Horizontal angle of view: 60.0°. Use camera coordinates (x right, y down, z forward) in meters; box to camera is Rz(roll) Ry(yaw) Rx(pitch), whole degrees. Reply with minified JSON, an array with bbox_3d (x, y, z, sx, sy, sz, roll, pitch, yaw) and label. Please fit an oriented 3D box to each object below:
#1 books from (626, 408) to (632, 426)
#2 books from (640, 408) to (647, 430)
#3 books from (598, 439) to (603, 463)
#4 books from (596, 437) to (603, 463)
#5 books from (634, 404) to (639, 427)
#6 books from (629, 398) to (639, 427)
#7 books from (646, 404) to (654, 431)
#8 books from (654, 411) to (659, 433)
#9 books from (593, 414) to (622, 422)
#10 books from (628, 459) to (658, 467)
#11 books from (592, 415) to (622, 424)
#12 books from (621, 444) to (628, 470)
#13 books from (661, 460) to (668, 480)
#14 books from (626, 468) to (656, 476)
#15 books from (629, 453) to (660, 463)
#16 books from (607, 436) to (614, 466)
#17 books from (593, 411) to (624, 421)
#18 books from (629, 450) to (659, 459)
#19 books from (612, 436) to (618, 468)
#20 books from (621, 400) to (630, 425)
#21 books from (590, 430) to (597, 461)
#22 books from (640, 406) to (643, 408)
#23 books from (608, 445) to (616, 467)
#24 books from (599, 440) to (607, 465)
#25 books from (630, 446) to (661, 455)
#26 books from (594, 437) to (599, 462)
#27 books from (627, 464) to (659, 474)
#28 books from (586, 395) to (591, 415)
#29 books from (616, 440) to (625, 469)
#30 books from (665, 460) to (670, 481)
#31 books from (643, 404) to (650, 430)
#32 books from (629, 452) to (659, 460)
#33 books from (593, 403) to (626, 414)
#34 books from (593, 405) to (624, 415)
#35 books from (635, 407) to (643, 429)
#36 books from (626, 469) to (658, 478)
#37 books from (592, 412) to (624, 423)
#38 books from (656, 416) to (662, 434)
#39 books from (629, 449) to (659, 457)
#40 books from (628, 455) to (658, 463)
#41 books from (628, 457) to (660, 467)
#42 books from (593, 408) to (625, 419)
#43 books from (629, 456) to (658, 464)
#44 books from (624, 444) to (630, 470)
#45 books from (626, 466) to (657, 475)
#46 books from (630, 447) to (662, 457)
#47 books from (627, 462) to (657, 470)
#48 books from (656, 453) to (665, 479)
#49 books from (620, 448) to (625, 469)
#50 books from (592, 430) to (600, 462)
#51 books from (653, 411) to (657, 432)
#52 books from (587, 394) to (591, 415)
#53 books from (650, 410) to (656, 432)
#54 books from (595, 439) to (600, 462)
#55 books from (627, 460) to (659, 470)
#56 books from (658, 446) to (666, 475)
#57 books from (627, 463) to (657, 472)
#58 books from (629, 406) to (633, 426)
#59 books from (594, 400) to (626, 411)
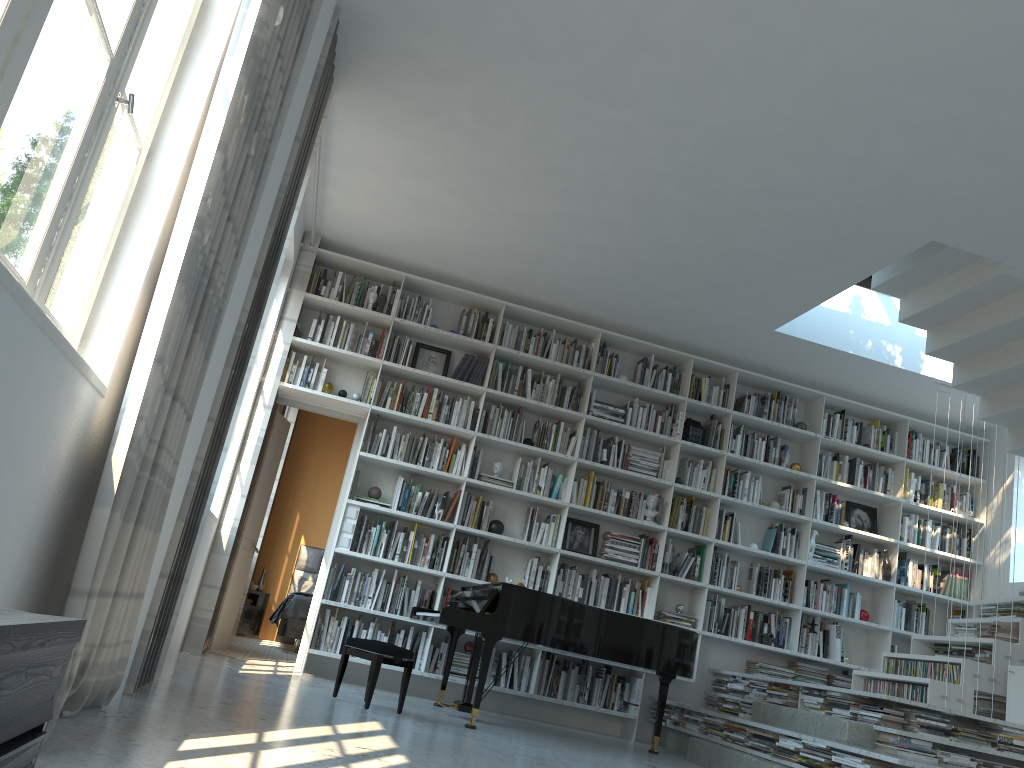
[{"bbox_3d":[0.951,0.308,7.452,0.025,0.187,0.194,15,-16,-10],"label":"books"},{"bbox_3d":[1.079,0.328,7.485,0.028,0.218,0.184,15,-16,-10],"label":"books"},{"bbox_3d":[0.706,0.582,7.334,0.011,0.239,0.148,15,-16,-10],"label":"books"},{"bbox_3d":[0.696,0.574,7.332,0.014,0.249,0.173,15,-16,-10],"label":"books"},{"bbox_3d":[1.010,0.300,7.473,0.021,0.237,0.172,15,-16,-10],"label":"books"},{"bbox_3d":[1.003,0.271,7.462,0.011,0.283,0.190,15,-16,-10],"label":"books"},{"bbox_3d":[1.136,0.318,7.500,0.023,0.268,0.185,15,-16,-10],"label":"books"},{"bbox_3d":[1.192,0.352,7.503,0.012,0.230,0.158,15,-16,-10],"label":"books"},{"bbox_3d":[0.775,0.302,7.421,0.254,0.012,0.161,16,-17,-13],"label":"books"},{"bbox_3d":[1.069,0.674,7.411,0.254,0.012,0.161,15,-17,-9],"label":"books"},{"bbox_3d":[0.773,0.313,7.413,0.254,0.012,0.161,14,-17,-5],"label":"books"},{"bbox_3d":[0.909,0.633,7.368,0.015,0.244,0.183,15,-16,-10],"label":"books"},{"bbox_3d":[1.245,0.749,7.434,0.030,0.198,0.172,15,-16,-10],"label":"books"},{"bbox_3d":[1.054,0.743,7.393,0.254,0.012,0.161,15,-17,-10],"label":"books"},{"bbox_3d":[1.079,0.629,7.425,0.285,0.012,0.160,15,-17,-11],"label":"books"},{"bbox_3d":[0.789,0.584,7.361,0.022,0.284,0.131,15,-16,-10],"label":"books"},{"bbox_3d":[0.779,0.280,7.429,0.285,0.012,0.160,16,-17,-12],"label":"books"},{"bbox_3d":[1.084,0.604,7.429,0.254,0.012,0.161,14,-17,-8],"label":"books"},{"bbox_3d":[0.838,0.593,7.367,0.049,0.290,0.162,15,-16,-10],"label":"books"},{"bbox_3d":[0.939,0.273,7.463,0.012,0.253,0.161,15,-16,-10],"label":"books"},{"bbox_3d":[0.644,0.540,7.336,0.029,0.294,0.151,15,-16,-10],"label":"books"},{"bbox_3d":[1.060,0.313,7.494,0.012,0.243,0.132,15,-16,-10],"label":"books"},{"bbox_3d":[0.805,0.620,7.350,0.024,0.216,0.148,15,-16,-10],"label":"books"},{"bbox_3d":[0.745,0.592,7.335,0.066,0.236,0.154,15,-16,-10],"label":"books"},{"bbox_3d":[1.091,0.570,7.439,0.285,0.012,0.160,14,-17,-8],"label":"books"},{"bbox_3d":[0.670,0.567,7.331,0.011,0.251,0.153,15,-16,-10],"label":"books"},{"bbox_3d":[1.061,0.718,7.394,0.285,0.012,0.160,16,-17,-13],"label":"books"},{"bbox_3d":[0.599,0.206,7.385,0.027,0.201,0.168,15,-16,-10],"label":"books"},{"bbox_3d":[0.873,0.609,7.357,0.021,0.268,0.192,15,-16,-10],"label":"books"},{"bbox_3d":[1.272,0.754,7.445,0.030,0.204,0.158,15,-16,-10],"label":"books"},{"bbox_3d":[1.107,0.315,7.516,0.029,0.272,0.141,15,-16,-10],"label":"books"},{"bbox_3d":[1.083,0.615,7.419,0.254,0.012,0.161,14,-17,-5],"label":"books"},{"bbox_3d":[0.794,0.218,7.448,0.285,0.024,0.160,14,-17,-8],"label":"books"},{"bbox_3d":[0.790,0.240,7.437,0.254,0.025,0.161,16,-17,-14],"label":"books"},{"bbox_3d":[1.042,0.319,7.475,0.027,0.216,0.190,15,-16,-10],"label":"books"},{"bbox_3d":[1.053,0.754,7.388,0.285,0.012,0.160,15,-17,-9],"label":"books"},{"bbox_3d":[0.777,0.291,7.424,0.285,0.012,0.160,16,-17,-13],"label":"books"},{"bbox_3d":[1.208,0.376,7.497,0.029,0.187,0.176,15,-16,-10],"label":"books"},{"bbox_3d":[1.086,0.593,7.437,0.254,0.012,0.161,15,-17,-10],"label":"books"},{"bbox_3d":[1.077,0.639,7.419,0.254,0.012,0.161,14,-17,-8],"label":"books"},{"bbox_3d":[1.073,0.662,7.410,0.285,0.012,0.160,14,-17,-7],"label":"books"},{"bbox_3d":[0.785,0.263,7.428,0.285,0.024,0.160,14,-17,-5],"label":"books"},{"bbox_3d":[1.075,0.650,7.413,0.254,0.012,0.161,16,-17,-13],"label":"books"},{"bbox_3d":[0.925,0.633,7.359,0.013,0.246,0.177,15,-16,-10],"label":"books"},{"bbox_3d":[1.057,0.731,7.395,0.254,0.012,0.161,15,-17,-11],"label":"books"},{"bbox_3d":[1.091,0.579,7.429,0.285,0.012,0.160,17,-17,-15],"label":"books"},{"bbox_3d":[1.065,0.696,7.402,0.254,0.012,0.161,16,-17,-12],"label":"books"},{"bbox_3d":[1.222,0.711,7.423,0.012,0.253,0.161,15,-16,-10],"label":"books"},{"bbox_3d":[0.886,0.643,7.369,0.024,0.215,0.132,15,-16,-10],"label":"books"},{"bbox_3d":[0.665,0.541,7.333,0.011,0.299,0.180,15,-16,-10],"label":"books"},{"bbox_3d":[1.180,0.350,7.507,0.010,0.229,0.152,15,-16,-10],"label":"books"},{"bbox_3d":[0.617,0.206,7.404,0.013,0.217,0.141,15,-16,-10],"label":"books"},{"bbox_3d":[1.155,0.344,7.490,0.023,0.222,0.191,15,-16,-10],"label":"books"},{"bbox_3d":[0.680,0.579,7.331,0.014,0.232,0.147,15,-16,-10],"label":"books"},{"bbox_3d":[1.067,0.686,7.408,0.285,0.012,0.160,15,-17,-9],"label":"books"},{"bbox_3d":[1.236,0.688,7.449,0.012,0.318,0.140,15,-16,-10],"label":"books"},{"bbox_3d":[1.063,0.708,7.399,0.254,0.012,0.161,14,-17,-8],"label":"books"},{"bbox_3d":[0.971,0.304,7.489,0.024,0.222,0.129,15,-16,-10],"label":"books"},{"bbox_3d":[0.797,0.197,7.459,0.285,0.024,0.160,15,-17,-10],"label":"books"}]
